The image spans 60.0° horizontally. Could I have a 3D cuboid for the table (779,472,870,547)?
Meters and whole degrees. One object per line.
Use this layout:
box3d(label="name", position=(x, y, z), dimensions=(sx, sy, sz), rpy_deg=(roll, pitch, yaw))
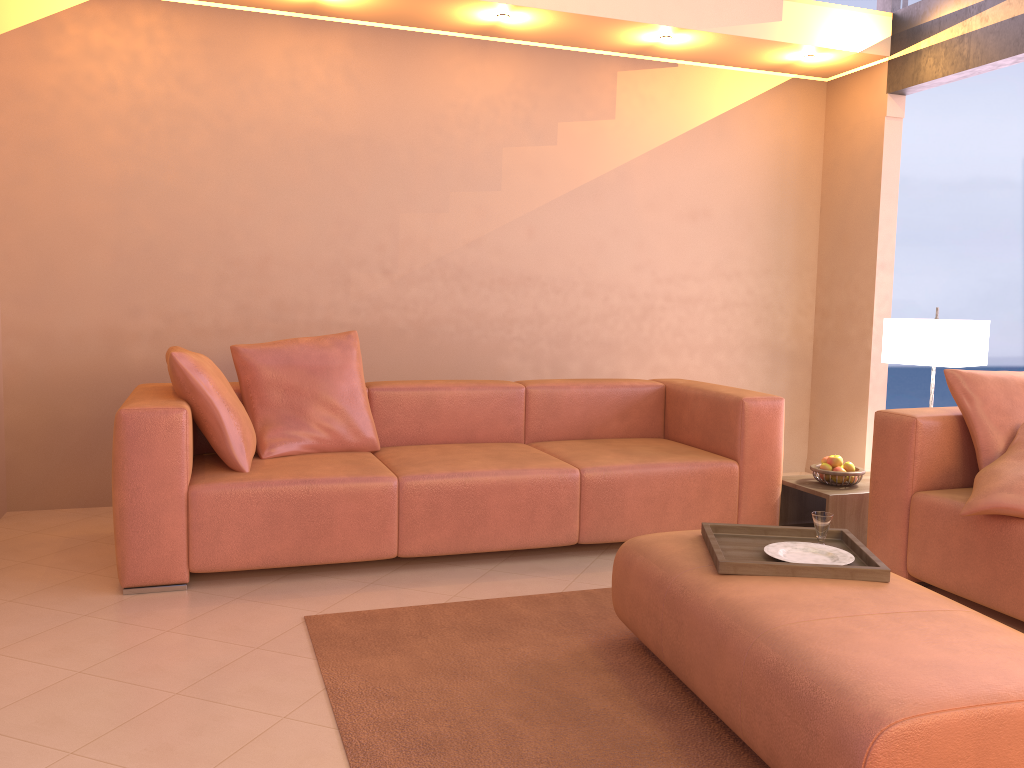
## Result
box3d(label="table", position=(1.703, 0.578, 4.093), dimensions=(0.918, 0.268, 0.412), rpy_deg=(-1, 6, -19))

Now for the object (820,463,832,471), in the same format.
box3d(label="object", position=(1.402, 0.377, 3.959), dimensions=(0.045, 0.047, 0.055), rpy_deg=(-4, 7, -42))

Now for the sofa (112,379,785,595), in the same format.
box3d(label="sofa", position=(-0.223, 0.348, 3.940), dimensions=(2.781, 0.672, 0.943), rpy_deg=(-1, 6, -19))

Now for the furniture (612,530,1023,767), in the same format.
box3d(label="furniture", position=(0.792, 0.659, 2.274), dimensions=(0.685, 0.301, 1.291), rpy_deg=(0, 5, -14))

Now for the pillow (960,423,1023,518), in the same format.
box3d(label="pillow", position=(1.845, 0.304, 2.967), dimensions=(0.517, 0.292, 0.514), rpy_deg=(6, 7, 40))

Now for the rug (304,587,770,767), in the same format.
box3d(label="rug", position=(0.609, 0.880, 1.986), dimensions=(1.833, 0.005, 2.626), rpy_deg=(-1, 6, -19))

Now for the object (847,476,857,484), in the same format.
box3d(label="object", position=(1.510, 0.420, 3.946), dimensions=(0.055, 0.046, 0.046), rpy_deg=(-3, 7, -41))

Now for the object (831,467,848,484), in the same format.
box3d(label="object", position=(1.452, 0.404, 3.934), dimensions=(0.072, 0.076, 0.074), rpy_deg=(0, 5, -9))

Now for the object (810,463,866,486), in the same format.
box3d(label="object", position=(1.463, 0.412, 3.989), dimensions=(0.235, 0.071, 0.235), rpy_deg=(-1, 6, -27))

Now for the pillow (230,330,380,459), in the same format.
box3d(label="pillow", position=(-0.888, 0.035, 3.831), dimensions=(0.582, 0.528, 0.302), rpy_deg=(-3, 6, -35))

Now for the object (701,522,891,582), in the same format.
box3d(label="object", position=(0.781, 0.470, 2.516), dimensions=(0.436, 0.034, 0.421), rpy_deg=(2, 5, 6))

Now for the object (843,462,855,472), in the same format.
box3d(label="object", position=(1.499, 0.372, 3.943), dimensions=(0.051, 0.053, 0.045), rpy_deg=(2, 5, 4))

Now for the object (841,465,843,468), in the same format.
box3d(label="object", position=(1.487, 0.399, 4.000), dimensions=(0.076, 0.065, 0.077), rpy_deg=(1, 5, -8))

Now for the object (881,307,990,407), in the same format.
box3d(label="object", position=(1.978, 0.040, 4.175), dimensions=(0.344, 0.799, 0.344), rpy_deg=(-3, 7, -40))

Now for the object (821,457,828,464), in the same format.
box3d(label="object", position=(1.432, 0.352, 4.026), dimensions=(0.054, 0.046, 0.047), rpy_deg=(-2, 6, -33))

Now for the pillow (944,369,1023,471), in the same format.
box3d(label="pillow", position=(1.926, 0.178, 3.346), dimensions=(0.519, 0.455, 0.314), rpy_deg=(-1, 6, -23))

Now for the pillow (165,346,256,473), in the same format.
box3d(label="pillow", position=(-1.191, 0.097, 3.532), dimensions=(0.335, 0.486, 0.554), rpy_deg=(-1, 6, -23))

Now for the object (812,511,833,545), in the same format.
box3d(label="object", position=(0.919, 0.430, 2.632), dimensions=(0.061, 0.091, 0.061), rpy_deg=(-2, 6, -34))

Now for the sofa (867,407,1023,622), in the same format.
box3d(label="sofa", position=(2.289, 0.543, 2.400), dimensions=(0.943, 0.672, 2.781), rpy_deg=(-1, 6, -19))

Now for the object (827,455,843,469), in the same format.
box3d(label="object", position=(1.446, 0.350, 3.974), dimensions=(0.069, 0.061, 0.068), rpy_deg=(5, 6, 32))

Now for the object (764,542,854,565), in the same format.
box3d(label="object", position=(0.824, 0.479, 2.465), dimensions=(0.240, 0.018, 0.240), rpy_deg=(5, 6, 35))
